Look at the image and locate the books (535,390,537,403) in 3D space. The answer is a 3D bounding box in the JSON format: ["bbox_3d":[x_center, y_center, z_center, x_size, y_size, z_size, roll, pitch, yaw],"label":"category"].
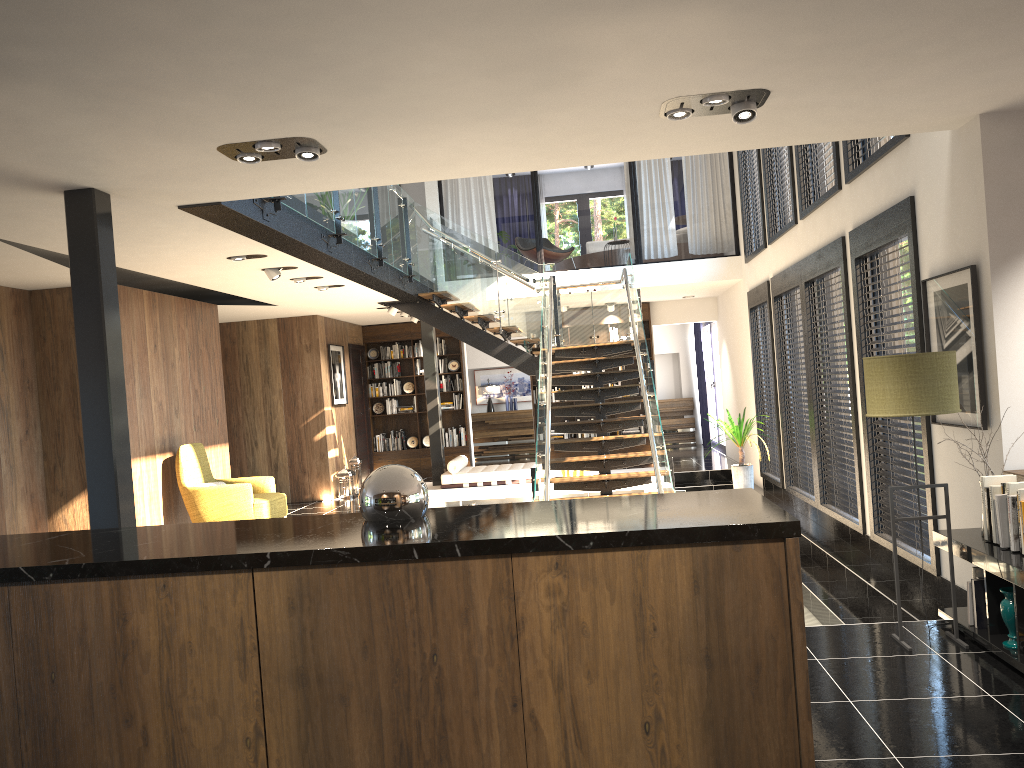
[{"bbox_3d":[0.415,0.214,15.153,0.028,0.237,0.134,-4,0,5],"label":"books"}]

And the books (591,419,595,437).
[{"bbox_3d":[1.371,0.740,15.017,0.032,0.306,0.155,-4,0,5],"label":"books"}]

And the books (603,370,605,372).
[{"bbox_3d":[1.555,-0.183,15.009,0.046,0.219,0.145,-4,0,5],"label":"books"}]

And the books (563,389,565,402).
[{"bbox_3d":[0.884,0.192,15.076,0.028,0.210,0.169,-4,0,5],"label":"books"}]

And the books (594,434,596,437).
[{"bbox_3d":[1.399,0.768,15.002,0.023,0.246,0.149,-4,0,5],"label":"books"}]

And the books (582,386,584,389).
[{"bbox_3d":[1.212,0.129,15.028,0.030,0.284,0.176,-4,0,5],"label":"books"}]

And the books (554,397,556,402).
[{"bbox_3d":[0.737,0.223,15.104,0.027,0.171,0.146,-4,0,5],"label":"books"}]

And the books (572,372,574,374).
[{"bbox_3d":[1.046,-0.148,15.057,0.030,0.228,0.176,-4,0,5],"label":"books"}]

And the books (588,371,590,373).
[{"bbox_3d":[1.311,-0.170,15.004,0.028,0.231,0.167,-4,0,5],"label":"books"}]

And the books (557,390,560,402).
[{"bbox_3d":[0.792,0.202,15.101,0.030,0.205,0.170,-4,0,5],"label":"books"}]

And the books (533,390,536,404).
[{"bbox_3d":[0.388,0.222,15.151,0.025,0.227,0.156,-4,0,5],"label":"books"}]

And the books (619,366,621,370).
[{"bbox_3d":[1.829,-0.202,15.006,0.024,0.219,0.174,-4,0,5],"label":"books"}]

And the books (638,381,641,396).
[{"bbox_3d":[2.150,0.077,14.925,0.030,0.244,0.176,-4,0,5],"label":"books"}]

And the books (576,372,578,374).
[{"bbox_3d":[1.108,-0.120,15.050,0.027,0.162,0.125,-4,0,5],"label":"books"}]

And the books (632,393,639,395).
[{"bbox_3d":[1.994,0.174,14.958,0.274,0.022,0.156,-4,0,2],"label":"books"}]

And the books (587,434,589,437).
[{"bbox_3d":[1.285,0.759,15.032,0.031,0.280,0.141,-4,0,5],"label":"books"}]

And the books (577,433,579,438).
[{"bbox_3d":[1.115,0.781,15.058,0.026,0.263,0.156,-4,0,5],"label":"books"}]

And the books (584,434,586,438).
[{"bbox_3d":[1.228,0.766,15.015,0.030,0.276,0.160,-4,0,5],"label":"books"}]

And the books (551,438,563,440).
[{"bbox_3d":[0.751,0.929,15.141,0.247,0.026,0.148,-4,0,4],"label":"books"}]

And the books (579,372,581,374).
[{"bbox_3d":[1.154,-0.157,15.023,0.027,0.228,0.208,-4,0,5],"label":"books"}]

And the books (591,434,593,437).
[{"bbox_3d":[1.343,0.768,15.001,0.025,0.255,0.202,-4,0,5],"label":"books"}]

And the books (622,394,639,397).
[{"bbox_3d":[1.994,0.198,14.946,0.288,0.026,0.175,-4,0,10],"label":"books"}]

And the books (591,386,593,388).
[{"bbox_3d":[1.350,0.130,15.018,0.067,0.261,0.159,-4,0,5],"label":"books"}]

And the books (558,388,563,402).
[{"bbox_3d":[0.834,0.183,15.078,0.070,0.236,0.206,-4,0,5],"label":"books"}]

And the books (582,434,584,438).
[{"bbox_3d":[1.203,0.769,15.043,0.025,0.274,0.150,-4,0,5],"label":"books"}]

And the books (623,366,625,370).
[{"bbox_3d":[1.902,-0.219,15.011,0.025,0.243,0.119,-4,0,5],"label":"books"}]

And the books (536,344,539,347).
[{"bbox_3d":[0.426,-0.764,15.096,0.028,0.290,0.170,-4,0,5],"label":"books"}]

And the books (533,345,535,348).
[{"bbox_3d":[0.375,-0.724,15.112,0.021,0.217,0.180,-4,0,5],"label":"books"}]

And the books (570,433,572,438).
[{"bbox_3d":[1.002,0.816,15.117,0.023,0.212,0.123,-4,0,5],"label":"books"}]

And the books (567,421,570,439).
[{"bbox_3d":[0.967,0.774,15.098,0.036,0.302,0.186,-4,0,5],"label":"books"}]

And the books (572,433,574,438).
[{"bbox_3d":[1.048,0.791,15.096,0.075,0.254,0.181,-4,0,5],"label":"books"}]

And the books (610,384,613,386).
[{"bbox_3d":[1.690,0.119,14.998,0.037,0.232,0.231,-4,0,5],"label":"books"}]

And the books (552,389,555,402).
[{"bbox_3d":[0.705,0.200,15.095,0.030,0.222,0.190,-4,0,5],"label":"books"}]

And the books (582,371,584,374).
[{"bbox_3d":[1.207,-0.176,15.021,0.028,0.258,0.208,-4,0,5],"label":"books"}]

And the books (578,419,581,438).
[{"bbox_3d":[1.139,0.754,15.020,0.035,0.312,0.160,-4,0,5],"label":"books"}]

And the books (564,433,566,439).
[{"bbox_3d":[0.902,0.787,15.091,0.030,0.284,0.177,-4,0,5],"label":"books"}]

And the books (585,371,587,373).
[{"bbox_3d":[1.260,-0.154,15.035,0.020,0.206,0.147,-4,0,5],"label":"books"}]

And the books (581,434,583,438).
[{"bbox_3d":[1.174,0.777,15.028,0.030,0.262,0.173,-4,0,5],"label":"books"}]

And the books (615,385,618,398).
[{"bbox_3d":[1.768,0.121,14.973,0.029,0.214,0.149,-4,0,5],"label":"books"}]

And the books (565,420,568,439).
[{"bbox_3d":[0.934,0.772,15.106,0.031,0.310,0.169,-4,0,5],"label":"books"}]

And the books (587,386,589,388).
[{"bbox_3d":[1.297,0.142,14.991,0.036,0.244,0.194,-4,0,5],"label":"books"}]

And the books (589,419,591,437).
[{"bbox_3d":[1.315,0.748,15.027,0.032,0.298,0.169,-4,0,5],"label":"books"}]

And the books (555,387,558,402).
[{"bbox_3d":[0.759,0.179,15.080,0.029,0.256,0.167,-4,0,5],"label":"books"}]

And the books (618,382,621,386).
[{"bbox_3d":[1.820,0.085,14.960,0.031,0.277,0.168,-4,0,5],"label":"books"}]

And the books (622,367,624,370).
[{"bbox_3d":[1.875,-0.194,14.983,0.026,0.196,0.147,-4,0,5],"label":"books"}]

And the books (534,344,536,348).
[{"bbox_3d":[0.399,-0.733,15.099,0.030,0.231,0.200,-4,0,5],"label":"books"}]

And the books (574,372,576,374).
[{"bbox_3d":[1.075,-0.173,15.052,0.031,0.272,0.158,-4,0,5],"label":"books"}]

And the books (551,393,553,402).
[{"bbox_3d":[0.676,0.217,15.110,0.033,0.193,0.172,-4,0,5],"label":"books"}]

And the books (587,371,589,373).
[{"bbox_3d":[1.283,-0.175,15.019,0.030,0.244,0.142,-4,0,5],"label":"books"}]

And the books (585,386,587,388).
[{"bbox_3d":[1.266,0.144,15.019,0.030,0.245,0.166,-4,0,5],"label":"books"}]
